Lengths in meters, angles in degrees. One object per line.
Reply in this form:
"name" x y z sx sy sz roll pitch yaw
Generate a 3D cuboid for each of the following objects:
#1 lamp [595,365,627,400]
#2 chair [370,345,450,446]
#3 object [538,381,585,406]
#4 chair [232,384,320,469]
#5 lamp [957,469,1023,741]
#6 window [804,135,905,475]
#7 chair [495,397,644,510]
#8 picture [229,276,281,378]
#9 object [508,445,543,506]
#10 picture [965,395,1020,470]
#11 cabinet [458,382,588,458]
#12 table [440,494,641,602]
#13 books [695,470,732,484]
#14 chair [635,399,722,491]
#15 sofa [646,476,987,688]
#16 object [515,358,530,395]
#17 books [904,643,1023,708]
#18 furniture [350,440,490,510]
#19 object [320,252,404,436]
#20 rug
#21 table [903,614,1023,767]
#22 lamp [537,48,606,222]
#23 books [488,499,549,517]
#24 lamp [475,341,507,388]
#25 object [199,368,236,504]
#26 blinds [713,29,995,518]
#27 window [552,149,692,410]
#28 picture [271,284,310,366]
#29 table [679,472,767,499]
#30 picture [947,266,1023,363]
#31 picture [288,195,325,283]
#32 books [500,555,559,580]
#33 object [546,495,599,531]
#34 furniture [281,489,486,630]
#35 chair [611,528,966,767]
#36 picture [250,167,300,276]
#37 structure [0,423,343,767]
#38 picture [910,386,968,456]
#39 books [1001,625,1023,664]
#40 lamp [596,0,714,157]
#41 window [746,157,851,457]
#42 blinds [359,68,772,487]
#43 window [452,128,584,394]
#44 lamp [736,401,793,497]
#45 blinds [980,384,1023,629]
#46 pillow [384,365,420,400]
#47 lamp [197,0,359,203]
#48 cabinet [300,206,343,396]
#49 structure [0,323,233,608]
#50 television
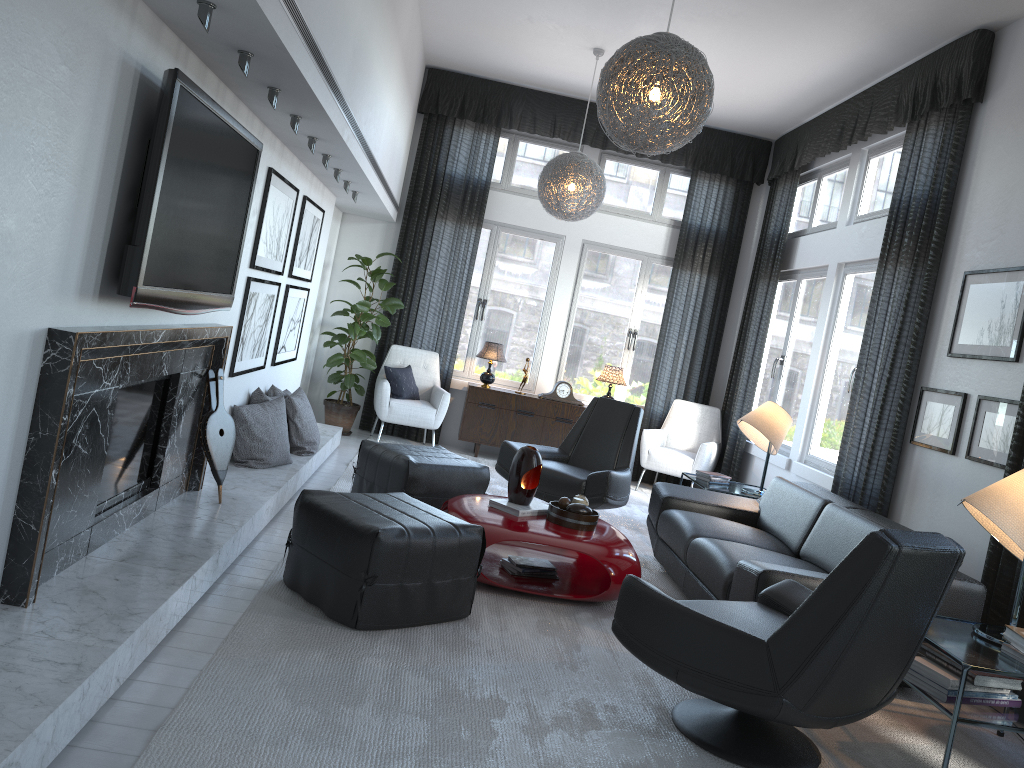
"lamp" 0.866 0.038 7.831 0.281 0.397 0.280 12 2 22
"chair" -0.869 0.116 7.564 0.593 0.822 0.614 11 2 -14
"object" 0.448 0.066 7.818 0.406 0.180 0.181 11 2 -4
"chair" -1.368 0.233 5.361 0.390 0.431 1.339 11 3 -4
"lamp" 1.918 0.811 3.527 0.476 1.014 1.166 12 3 21
"window" 2.389 -0.511 5.802 0.133 2.321 1.270 11 2 -4
"chair" 0.457 0.489 5.738 0.844 0.809 0.802 13 3 34
"picture" -1.411 -0.319 4.905 0.020 0.522 0.793 11 3 -4
"object" 0.062 0.439 4.289 0.152 0.280 0.152 12 2 36
"picture" 2.320 0.231 4.221 0.020 0.326 0.428 11 3 -4
"cabinet" 0.243 0.428 7.852 1.398 0.612 0.387 11 2 -4
"table" 0.108 0.774 4.288 0.941 0.300 0.941 11 3 -5
"books" 1.359 0.632 6.004 0.214 0.050 0.161 9 4 -32
"chair" 1.474 0.569 7.716 0.596 0.822 0.611 12 2 26
"sofa" 1.328 0.845 4.393 0.936 0.616 1.908 11 3 -4
"object" 0.105 -0.074 7.806 0.096 0.324 0.096 11 1 -5
"books" 1.518 0.980 2.962 0.321 0.115 0.280 10 3 -19
"furniture" -0.531 0.567 5.052 0.597 0.377 0.617 9 4 -40
"object" -1.299 -0.350 7.433 0.940 1.588 0.637 13 2 41
"rug" 0.462 1.018 3.902 2.953 0.032 7.785 11 4 -4
"table" 1.626 1.099 3.046 0.593 0.410 0.594 11 3 -4
"lamp" 0.522 -1.847 6.591 0.512 1.305 0.516 11 2 -10
"books" 0.059 0.597 4.293 0.202 0.030 0.305 14 5 41
"lamp" -0.192 -0.167 7.756 0.281 0.397 0.280 12 2 22
"object" -1.310 0.225 3.940 0.175 0.580 0.197 11 2 -24
"blinds" 2.179 -0.473 6.512 0.188 3.274 3.218 11 2 -5
"window" 1.202 -0.894 8.178 1.267 2.321 0.133 11 1 -4
"picture" -1.476 -0.397 5.943 0.020 0.522 0.793 11 3 -4
"table" 1.443 0.886 5.874 0.593 0.410 0.594 11 3 -4
"picture" 2.415 -0.353 4.478 0.020 0.466 0.589 11 3 -4
"picture" -1.366 -0.951 5.931 0.020 0.522 0.793 11 3 -4
"books" 0.090 0.888 4.308 0.271 0.054 0.205 9 4 -28
"object" 0.294 0.600 4.206 0.243 0.133 0.241 13 4 33
"furniture" -0.511 0.668 3.495 0.612 0.377 0.601 8 4 -45
"chair" 0.884 0.759 2.776 0.838 0.809 0.808 10 3 -31
"picture" -1.299 -0.873 4.893 0.020 0.522 0.793 11 3 -4
"structure" -1.284 0.637 3.258 0.393 0.135 7.222 11 4 -4
"picture" 2.286 0.191 4.760 0.020 0.326 0.428 11 3 -4
"books" 1.814 0.901 2.931 0.320 0.075 0.279 11 3 0
"lamp" 0.701 -1.641 3.852 0.514 1.305 0.514 11 2 -10
"window" 2.298 -0.618 7.217 0.133 2.321 1.270 11 2 -4
"blinds" 0.491 -0.900 7.999 3.210 3.275 0.189 11 1 -4
"window" -0.187 -1.163 8.078 1.267 2.321 0.133 11 1 -4
"lamp" 1.799 0.673 5.369 0.473 1.014 1.173 10 3 -30
"blinds" 2.442 -0.167 2.444 0.188 3.274 3.218 11 2 -5
"pillow" -0.930 -0.016 7.551 0.253 0.295 0.356 12 3 22
"lamp" -0.970 -1.152 4.118 0.053 0.081 4.262 11 4 -4
"cabinet" -1.752 -0.588 7.388 0.191 1.893 1.174 11 2 -4
"structure" -1.574 0.201 3.233 0.520 0.923 1.690 11 3 -4
"television" -1.164 -0.630 3.225 0.128 0.751 1.161 11 3 -4
